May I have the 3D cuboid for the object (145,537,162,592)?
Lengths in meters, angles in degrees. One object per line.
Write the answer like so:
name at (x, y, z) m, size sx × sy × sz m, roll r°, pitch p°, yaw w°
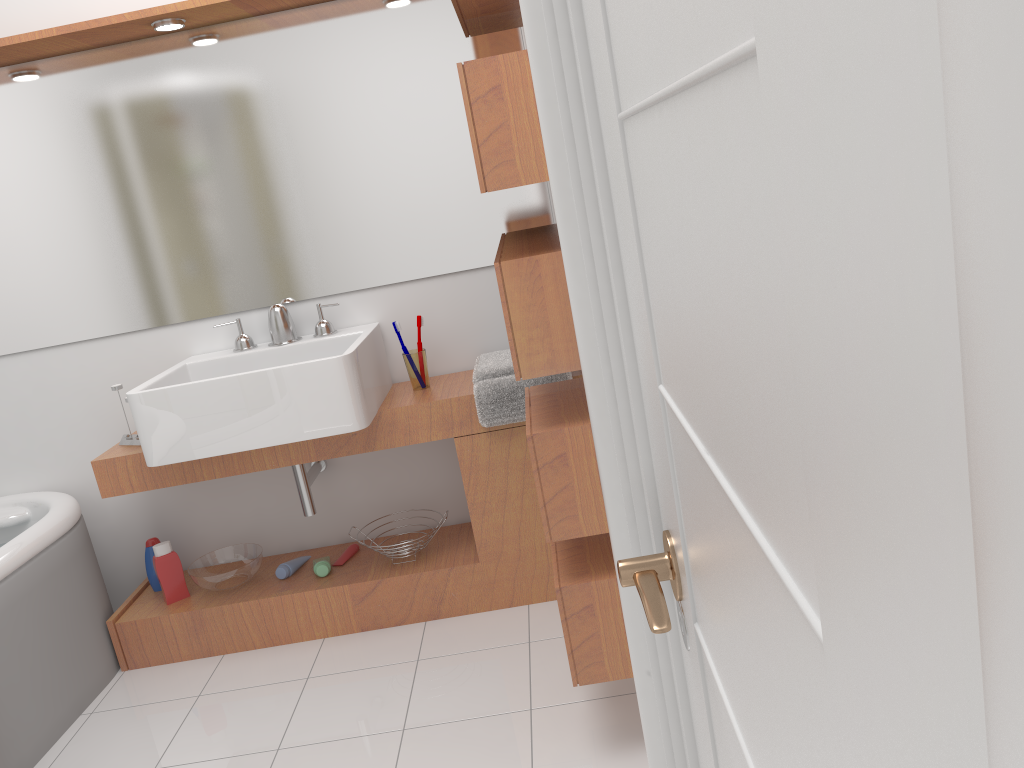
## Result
object at (-1.210, 0.616, 3.039) m, size 0.092 × 0.190 × 0.044 m, roll -18°, pitch 15°, yaw -29°

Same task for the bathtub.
bathtub at (-1.735, 0.833, 2.283) m, size 1.055 × 0.674 × 1.863 m, roll -10°, pitch 13°, yaw 3°

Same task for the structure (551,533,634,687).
structure at (0.197, 0.495, 2.146) m, size 0.165 × 0.245 × 0.417 m, roll -10°, pitch 13°, yaw 3°

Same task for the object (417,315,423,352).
object at (-0.292, -0.104, 2.863) m, size 0.016 × 0.231 × 0.052 m, roll 1°, pitch 18°, yaw 41°

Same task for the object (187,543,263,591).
object at (-0.949, 0.629, 2.973) m, size 0.245 × 0.090 × 0.245 m, roll -17°, pitch 15°, yaw -25°

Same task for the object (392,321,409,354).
object at (-0.330, -0.092, 2.849) m, size 0.070 × 0.228 × 0.016 m, roll -4°, pitch 15°, yaw 27°

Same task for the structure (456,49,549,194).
structure at (0.002, -0.602, 2.112) m, size 0.165 × 0.245 × 0.860 m, roll -10°, pitch 13°, yaw 3°

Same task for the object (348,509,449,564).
object at (-0.361, 0.512, 2.925) m, size 0.291 × 0.126 × 0.291 m, roll -21°, pitch 17°, yaw -38°

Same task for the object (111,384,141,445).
object at (-1.199, 0.092, 2.819) m, size 0.182 × 0.203 × 0.059 m, roll -2°, pitch 16°, yaw 32°

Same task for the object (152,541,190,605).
object at (-1.127, 0.621, 2.920) m, size 0.079 × 0.207 × 0.046 m, roll -19°, pitch 15°, yaw -31°

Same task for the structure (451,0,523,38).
structure at (-0.072, -0.994, 2.018) m, size 0.165 × 0.245 × 0.860 m, roll -10°, pitch 13°, yaw 3°

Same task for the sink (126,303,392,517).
sink at (-0.729, 0.111, 2.768) m, size 0.657 × 0.673 × 0.552 m, roll -10°, pitch 13°, yaw 3°

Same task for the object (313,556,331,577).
object at (-0.640, 0.597, 2.974) m, size 0.059 × 0.052 × 0.187 m, roll -14°, pitch 14°, yaw -13°

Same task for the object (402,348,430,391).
object at (-0.303, -0.042, 2.852) m, size 0.076 × 0.130 × 0.076 m, roll 2°, pitch 19°, yaw 44°

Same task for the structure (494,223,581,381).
structure at (0.071, -0.237, 2.199) m, size 0.165 × 0.245 × 0.860 m, roll -10°, pitch 13°, yaw 3°

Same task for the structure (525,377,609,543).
structure at (0.134, 0.160, 2.066) m, size 0.165 × 0.245 × 0.417 m, roll -10°, pitch 13°, yaw 3°

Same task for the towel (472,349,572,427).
towel at (0.038, -0.009, 2.797) m, size 0.272 × 0.140 × 0.359 m, roll -10°, pitch 13°, yaw 3°

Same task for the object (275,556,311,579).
object at (-0.745, 0.606, 3.017) m, size 0.059 × 0.052 × 0.187 m, roll -7°, pitch 14°, yaw 14°

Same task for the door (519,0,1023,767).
door at (0.132, 0.244, 0.560) m, size 0.068 × 1.885 × 0.915 m, roll -10°, pitch 13°, yaw 3°

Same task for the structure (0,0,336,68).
structure at (-1.295, -1.137, 2.621) m, size 2.606 × 0.240 × 0.287 m, roll -10°, pitch 13°, yaw 3°

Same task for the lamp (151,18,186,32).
lamp at (-1.007, -1.055, 2.604) m, size 0.098 × 0.018 × 0.098 m, roll -5°, pitch 14°, yaw 23°

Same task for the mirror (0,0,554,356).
mirror at (-1.190, -0.632, 2.875) m, size 2.600 × 0.887 × 0.022 m, roll -10°, pitch 13°, yaw 3°

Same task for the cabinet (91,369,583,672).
cabinet at (-0.525, 0.417, 2.932) m, size 1.635 × 0.719 × 0.355 m, roll -10°, pitch 13°, yaw 3°

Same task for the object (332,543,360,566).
object at (-0.563, 0.585, 3.021) m, size 0.042 × 0.037 × 0.133 m, roll -5°, pitch 14°, yaw 21°
